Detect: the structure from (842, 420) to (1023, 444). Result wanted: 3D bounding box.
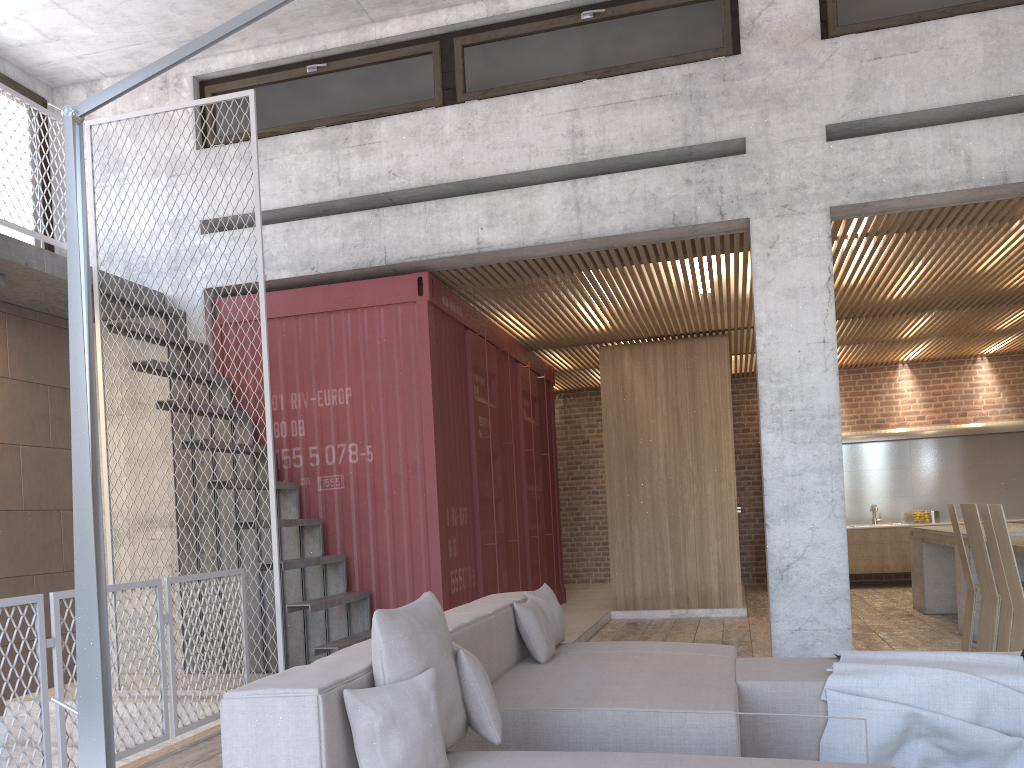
[{"bbox_3d":[5.756,0.717,12.653,4.086,0.156,0.209,-5,-6,14],"label":"structure"}]

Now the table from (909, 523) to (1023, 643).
[{"bbox_3d":[4.350,1.682,7.252,1.014,0.913,5.232,-4,-8,14],"label":"table"}]

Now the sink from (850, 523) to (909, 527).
[{"bbox_3d":[5.246,2.110,12.537,0.731,0.190,0.527,-5,-8,14],"label":"sink"}]

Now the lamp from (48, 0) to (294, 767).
[{"bbox_3d":[-0.554,0.026,2.972,2.629,3.410,0.757,-3,0,2],"label":"lamp"}]

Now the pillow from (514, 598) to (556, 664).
[{"bbox_3d":[0.132,1.362,4.831,0.187,0.356,0.373,-3,-5,14],"label":"pillow"}]

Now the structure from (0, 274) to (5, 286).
[{"bbox_3d":[-4.124,0.722,5.104,1.008,3.799,2.638,-3,-3,14],"label":"structure"}]

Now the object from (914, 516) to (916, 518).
[{"bbox_3d":[5.714,1.883,12.387,0.062,0.053,0.052,-5,-5,21],"label":"object"}]

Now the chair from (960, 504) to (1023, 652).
[{"bbox_3d":[3.641,1.421,6.200,0.723,1.189,0.349,-3,-1,11],"label":"chair"}]

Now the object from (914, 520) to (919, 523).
[{"bbox_3d":[5.716,1.931,12.368,0.073,0.063,0.064,-1,-5,-20],"label":"object"}]

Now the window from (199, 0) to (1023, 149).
[{"bbox_3d":[1.506,-2.567,6.205,8.454,0.607,0.113,-5,-1,14],"label":"window"}]

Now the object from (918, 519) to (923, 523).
[{"bbox_3d":[5.735,1.923,12.313,0.063,0.053,0.051,0,-5,-33],"label":"object"}]

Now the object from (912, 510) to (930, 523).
[{"bbox_3d":[5.769,1.872,12.370,0.190,0.173,0.208,-4,-5,14],"label":"object"}]

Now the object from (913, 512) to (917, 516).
[{"bbox_3d":[5.709,1.841,12.408,0.053,0.051,0.063,-3,-5,6],"label":"object"}]

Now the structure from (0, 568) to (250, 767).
[{"bbox_3d":[-3.273,1.505,4.051,1.930,0.926,4.466,-5,-8,14],"label":"structure"}]

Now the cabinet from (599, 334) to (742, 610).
[{"bbox_3d":[2.292,1.285,11.920,1.521,3.106,3.782,-3,-5,14],"label":"cabinet"}]

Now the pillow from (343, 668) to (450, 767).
[{"bbox_3d":[-0.350,1.101,2.737,0.369,0.375,0.152,1,-4,-43],"label":"pillow"}]

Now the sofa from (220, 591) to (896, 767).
[{"bbox_3d":[0.959,1.362,3.677,3.017,0.780,3.023,-5,-8,14],"label":"sofa"}]

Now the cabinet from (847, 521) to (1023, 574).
[{"bbox_3d":[5.802,1.651,12.642,4.124,2.066,1.079,-5,-2,14],"label":"cabinet"}]

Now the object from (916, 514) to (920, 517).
[{"bbox_3d":[5.711,1.853,12.334,0.053,0.052,0.062,-1,-6,-28],"label":"object"}]

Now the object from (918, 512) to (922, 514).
[{"bbox_3d":[5.761,1.831,12.378,0.063,0.053,0.051,1,-6,-39],"label":"object"}]

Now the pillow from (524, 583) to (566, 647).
[{"bbox_3d":[0.207,1.380,5.217,0.188,0.364,0.364,-4,-4,19],"label":"pillow"}]

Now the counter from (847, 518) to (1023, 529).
[{"bbox_3d":[5.769,1.991,12.436,4.086,0.020,0.658,-5,-9,14],"label":"counter"}]

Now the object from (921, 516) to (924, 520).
[{"bbox_3d":[5.760,1.885,12.303,0.061,0.054,0.051,-6,-5,28],"label":"object"}]

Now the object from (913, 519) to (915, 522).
[{"bbox_3d":[5.720,1.934,12.429,0.052,0.057,0.060,0,-6,-39],"label":"object"}]

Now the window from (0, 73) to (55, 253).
[{"bbox_3d":[-4.385,-1.768,5.709,0.110,1.732,3.596,-3,-7,14],"label":"window"}]

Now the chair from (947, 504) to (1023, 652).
[{"bbox_3d":[3.772,1.489,6.689,0.724,1.189,0.349,-4,-1,19],"label":"chair"}]

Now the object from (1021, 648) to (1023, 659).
[{"bbox_3d":[2.406,1.196,3.941,0.298,0.168,0.305,-3,-7,2],"label":"object"}]

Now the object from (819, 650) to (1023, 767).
[{"bbox_3d":[2.259,1.478,3.997,1.607,0.499,1.048,-8,-9,32],"label":"object"}]

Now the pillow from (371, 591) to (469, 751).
[{"bbox_3d":[-0.315,1.015,3.030,0.222,0.553,0.567,-3,-4,16],"label":"pillow"}]

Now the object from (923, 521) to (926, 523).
[{"bbox_3d":[5.808,1.927,12.347,0.061,0.055,0.051,-3,-4,5],"label":"object"}]

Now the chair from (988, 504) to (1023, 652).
[{"bbox_3d":[3.314,1.292,5.239,0.724,1.189,0.349,-4,-1,18],"label":"chair"}]

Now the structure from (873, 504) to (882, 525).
[{"bbox_3d":[5.319,1.976,12.735,0.115,0.473,0.249,-3,-2,14],"label":"structure"}]

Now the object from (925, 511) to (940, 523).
[{"bbox_3d":[6.008,1.898,12.522,0.191,0.169,0.191,-5,-5,25],"label":"object"}]

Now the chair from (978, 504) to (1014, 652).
[{"bbox_3d":[3.500,1.355,5.714,0.724,1.189,0.349,-4,-1,19],"label":"chair"}]

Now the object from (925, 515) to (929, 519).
[{"bbox_3d":[5.817,1.869,12.315,0.061,0.053,0.053,-3,-4,5],"label":"object"}]

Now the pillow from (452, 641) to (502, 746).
[{"bbox_3d":[-0.145,1.144,3.254,0.169,0.370,0.380,-3,-4,-13],"label":"pillow"}]

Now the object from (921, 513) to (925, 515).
[{"bbox_3d":[5.762,1.835,12.307,0.063,0.053,0.052,0,-5,-28],"label":"object"}]

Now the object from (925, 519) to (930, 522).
[{"bbox_3d":[5.818,1.915,12.289,0.062,0.051,0.053,-3,-4,-2],"label":"object"}]

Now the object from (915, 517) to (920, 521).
[{"bbox_3d":[5.693,1.898,12.317,0.061,0.053,0.052,-5,-5,26],"label":"object"}]

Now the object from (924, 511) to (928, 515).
[{"bbox_3d":[5.823,1.822,12.333,0.059,0.059,0.051,1,-5,-41],"label":"object"}]

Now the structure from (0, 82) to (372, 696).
[{"bbox_3d":[-2.926,0.135,5.400,3.043,4.290,3.703,-4,-4,14],"label":"structure"}]

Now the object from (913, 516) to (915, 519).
[{"bbox_3d":[5.721,1.890,12.449,0.053,0.051,0.063,-4,-5,18],"label":"object"}]
